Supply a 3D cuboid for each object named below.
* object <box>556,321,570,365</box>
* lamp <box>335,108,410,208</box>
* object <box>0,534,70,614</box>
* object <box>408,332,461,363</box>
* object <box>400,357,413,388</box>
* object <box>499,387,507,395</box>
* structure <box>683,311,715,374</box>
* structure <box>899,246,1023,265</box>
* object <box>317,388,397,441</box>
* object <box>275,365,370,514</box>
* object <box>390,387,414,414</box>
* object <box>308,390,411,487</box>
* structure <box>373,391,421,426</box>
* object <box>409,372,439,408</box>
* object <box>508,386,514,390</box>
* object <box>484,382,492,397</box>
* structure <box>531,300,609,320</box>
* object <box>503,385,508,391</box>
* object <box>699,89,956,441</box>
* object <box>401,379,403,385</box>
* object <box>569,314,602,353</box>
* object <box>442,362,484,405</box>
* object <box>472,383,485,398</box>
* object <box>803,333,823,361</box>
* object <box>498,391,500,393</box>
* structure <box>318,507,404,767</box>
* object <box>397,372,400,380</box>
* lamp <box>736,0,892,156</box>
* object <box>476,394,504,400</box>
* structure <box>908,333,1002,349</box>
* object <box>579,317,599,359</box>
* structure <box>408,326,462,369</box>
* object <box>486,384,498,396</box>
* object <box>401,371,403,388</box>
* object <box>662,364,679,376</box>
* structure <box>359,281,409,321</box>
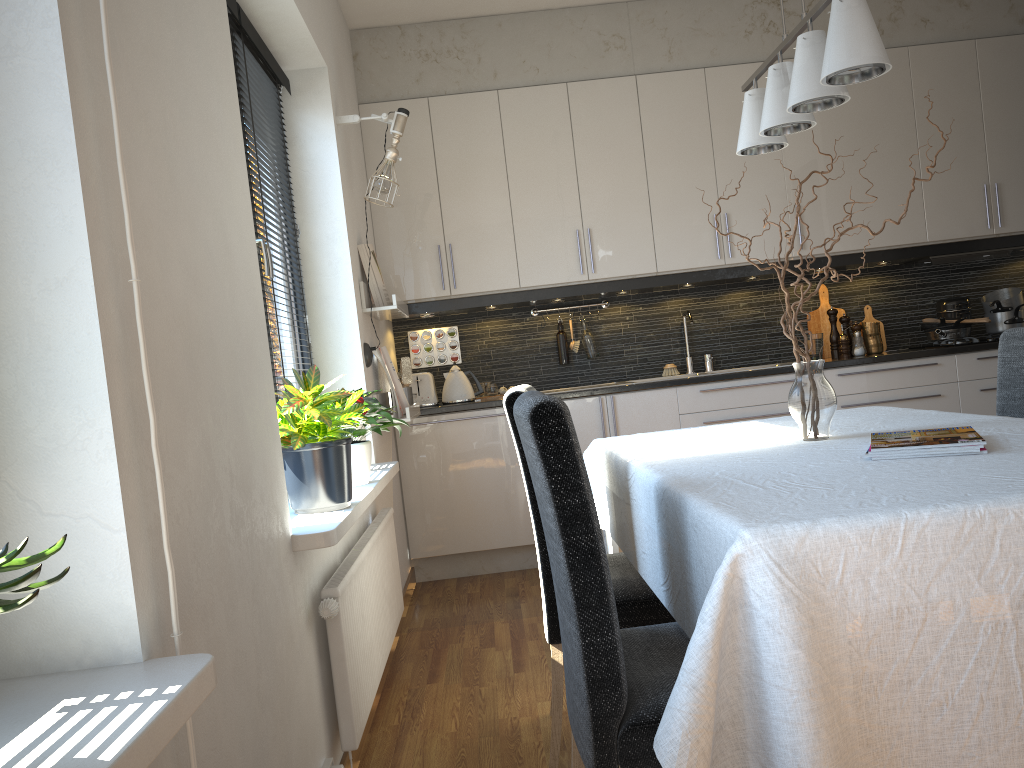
[{"bbox_3d":[0.277,-0.237,4.914,0.060,0.257,0.060,-6,2,20],"label":"object"},{"bbox_3d":[-0.552,-0.913,3.609,0.312,0.395,0.131,-7,2,3],"label":"lamp"},{"bbox_3d":[-0.516,0.244,0.731,0.283,0.237,0.267,-7,1,-20],"label":"object"},{"bbox_3d":[-0.429,-0.203,4.910,0.271,0.201,0.039,-7,2,-2],"label":"object"},{"bbox_3d":[-0.497,0.003,4.228,0.060,0.267,0.119,-7,2,-10],"label":"object"},{"bbox_3d":[-0.046,0.038,4.738,0.045,0.045,0.046,-7,1,1],"label":"object"},{"bbox_3d":[1.037,-0.234,4.875,0.167,0.347,0.195,-7,2,-9],"label":"structure"},{"bbox_3d":[2.497,-0.736,4.836,0.623,0.148,0.362,-7,1,-2],"label":"structure"},{"bbox_3d":[-0.591,0.169,3.254,0.354,0.316,0.292,-7,1,-11],"label":"object"},{"bbox_3d":[-0.540,0.144,2.373,0.299,0.385,0.333,-6,2,14],"label":"object"},{"bbox_3d":[-0.519,0.081,4.203,0.103,0.124,0.103,-7,1,-4],"label":"object"},{"bbox_3d":[-0.524,0.172,2.857,0.370,0.309,0.380,-7,1,-27],"label":"object"},{"bbox_3d":[-0.512,0.097,3.988,0.147,0.129,0.594,-7,1,-2],"label":"structure"},{"bbox_3d":[-0.477,0.039,4.609,0.175,0.192,0.253,-7,1,-2],"label":"object"},{"bbox_3d":[-0.002,0.032,4.763,0.043,0.043,0.044,-7,1,-5],"label":"object"},{"bbox_3d":[-0.140,0.030,4.839,0.071,0.076,0.071,-7,1,-2],"label":"object"},{"bbox_3d":[0.327,-0.406,4.919,0.443,0.081,0.067,-7,1,-2],"label":"structure"},{"bbox_3d":[-0.044,0.033,4.797,0.043,0.050,0.044,-5,2,41],"label":"object"},{"bbox_3d":[0.713,-0.263,2.091,0.614,0.785,0.403,-7,2,-27],"label":"object"},{"bbox_3d":[-0.530,0.056,4.172,0.007,0.159,0.089,-8,2,-41],"label":"object"},{"bbox_3d":[0.403,-0.278,4.916,0.188,0.204,0.072,-7,2,-15],"label":"object"},{"bbox_3d":[-0.275,0.001,4.607,0.204,0.236,0.178,-6,2,35],"label":"object"},{"bbox_3d":[-0.175,0.035,4.750,0.071,0.076,0.071,-7,1,-10],"label":"object"},{"bbox_3d":[1.560,-0.185,4.574,0.102,0.146,0.102,-7,2,-2],"label":"object"},{"bbox_3d":[-0.011,0.039,4.888,0.173,0.026,0.021,-6,1,7],"label":"object"},{"bbox_3d":[-0.430,0.711,2.680,0.078,0.460,1.456,-7,1,0],"label":"structure"},{"bbox_3d":[-0.534,0.039,4.232,0.014,0.193,0.043,-6,2,9],"label":"object"},{"bbox_3d":[0.580,-1.236,1.972,0.131,1.285,0.759,-7,2,-2],"label":"lamp"},{"bbox_3d":[-0.091,0.068,4.809,0.335,0.012,0.213,-7,1,0],"label":"object"},{"bbox_3d":[2.548,-0.245,4.717,0.662,0.041,0.500,-7,1,-2],"label":"structure"},{"bbox_3d":[0.427,-0.261,4.904,0.093,0.242,0.074,-8,2,-28],"label":"object"},{"bbox_3d":[-0.429,-0.203,4.910,0.279,0.210,0.045,-7,2,-2],"label":"structure"},{"bbox_3d":[-0.106,0.033,4.773,0.065,0.064,0.065,-7,1,-2],"label":"object"},{"bbox_3d":[-0.518,0.039,4.194,0.020,0.200,0.007,-6,2,20],"label":"object"},{"bbox_3d":[0.877,-0.078,4.909,0.097,0.065,0.099,-7,1,-10],"label":"object"},{"bbox_3d":[-0.566,-0.373,3.973,0.147,0.129,0.594,-7,1,-2],"label":"structure"}]
